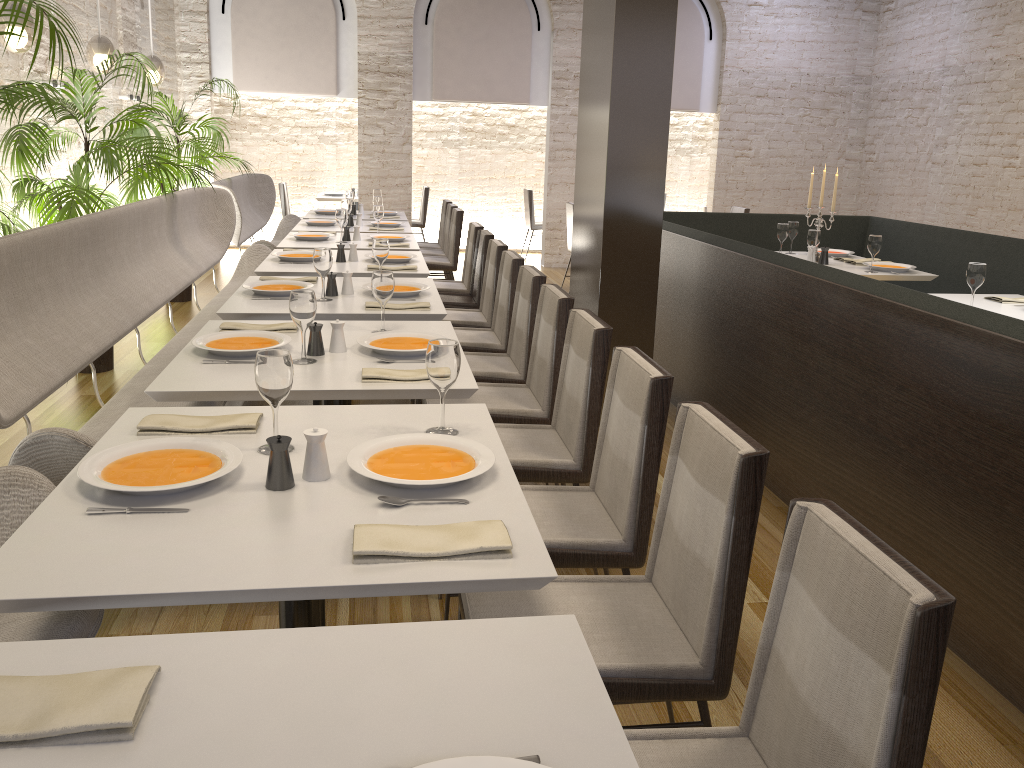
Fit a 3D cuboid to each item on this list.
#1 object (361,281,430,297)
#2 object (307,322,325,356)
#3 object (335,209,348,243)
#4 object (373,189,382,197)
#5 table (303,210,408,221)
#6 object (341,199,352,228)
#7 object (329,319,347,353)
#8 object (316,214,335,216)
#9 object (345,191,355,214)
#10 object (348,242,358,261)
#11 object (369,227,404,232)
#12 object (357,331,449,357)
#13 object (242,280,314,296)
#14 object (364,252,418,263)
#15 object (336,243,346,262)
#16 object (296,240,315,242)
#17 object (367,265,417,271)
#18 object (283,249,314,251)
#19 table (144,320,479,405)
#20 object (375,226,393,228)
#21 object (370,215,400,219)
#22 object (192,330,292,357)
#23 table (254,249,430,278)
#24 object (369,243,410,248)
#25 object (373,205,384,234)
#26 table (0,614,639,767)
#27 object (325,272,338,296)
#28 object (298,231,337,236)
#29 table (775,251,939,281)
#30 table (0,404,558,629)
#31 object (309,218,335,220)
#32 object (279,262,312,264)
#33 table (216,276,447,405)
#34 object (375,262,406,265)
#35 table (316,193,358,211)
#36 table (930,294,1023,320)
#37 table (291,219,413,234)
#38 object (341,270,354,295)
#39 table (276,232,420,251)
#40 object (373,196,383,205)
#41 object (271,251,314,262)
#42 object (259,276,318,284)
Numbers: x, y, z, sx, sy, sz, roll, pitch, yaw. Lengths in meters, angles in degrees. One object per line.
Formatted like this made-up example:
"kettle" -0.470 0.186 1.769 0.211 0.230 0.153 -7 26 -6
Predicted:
"object" -0.546 -0.441 4.169 0.322 0.036 0.324 -7 17 -30
"object" -0.650 -0.152 2.933 0.059 0.108 0.060 -2 14 -17
"object" -1.180 -1.094 6.133 0.086 0.229 0.087 7 14 20
"object" -1.330 -1.805 8.751 0.086 0.229 0.087 7 14 20
"table" -1.502 -1.259 8.583 0.936 0.753 1.020 0 15 -9
"object" -1.345 -1.385 7.189 0.086 0.229 0.087 7 14 20
"object" -0.588 -0.164 2.988 0.059 0.108 0.060 -2 14 -17
"object" -1.734 -1.579 8.278 0.185 0.010 0.017 0 15 -9
"object" -1.514 -1.683 8.275 0.086 0.229 0.087 7 14 20
"object" -0.938 -0.782 5.234 0.059 0.108 0.060 -2 14 -17
"object" -1.002 -1.237 7.091 0.273 0.032 0.144 0 15 -9
"object" -0.372 -0.133 3.050 0.322 0.036 0.324 -5 17 -26
"object" -1.077 -0.437 4.088 0.322 0.036 0.324 -7 17 -30
"object" -0.721 -0.751 5.296 0.322 0.036 0.324 -7 17 -30
"object" -1.000 -0.769 5.179 0.059 0.108 0.060 -2 14 -17
"object" -1.398 -0.985 6.117 0.185 0.010 0.017 0 15 -9
"object" -0.669 -0.649 4.951 0.273 0.032 0.144 0 15 -9
"object" -1.287 -0.831 5.549 0.273 0.032 0.144 0 15 -9
"table" -0.647 0.250 3.100 0.936 0.753 1.020 0 15 -9
"object" -1.032 -1.283 7.260 0.181 0.015 0.038 0 15 -7
"object" -1.173 -1.539 8.188 0.273 0.032 0.144 0 15 -9
"object" -0.903 -0.130 2.970 0.322 0.036 0.324 -5 17 -26
"table" -0.997 -0.368 5.346 0.936 0.753 1.020 0 15 -9
"object" -0.837 -0.945 6.028 0.273 0.032 0.144 0 15 -9
"object" -0.996 -1.216 6.609 0.086 0.229 0.087 7 14 20
"table" -0.303 0.858 0.888 0.936 0.753 1.020 0 15 -9
"object" -0.824 -0.459 4.051 0.059 0.108 0.060 -2 14 -17
"object" -1.454 -1.128 6.626 0.273 0.032 0.144 0 15 -9
"table" 2.000 -0.457 6.056 1.100 0.753 1.199 0 15 -9
"table" -0.473 0.558 1.979 0.936 0.753 1.020 0 15 -9
"object" -1.620 -1.420 7.688 0.273 0.032 0.144 0 15 -9
"object" -1.230 -0.689 5.040 0.185 0.010 0.017 0 15 -9
"table" -0.822 -0.058 4.218 0.936 0.753 1.020 0 15 -9
"object" -0.699 -0.695 5.121 0.181 0.015 0.038 0 15 -7
"table" -1.999 -2.018 11.337 0.936 0.753 1.020 0 15 -9
"table" 2.383 0.220 3.595 1.100 0.753 2.563 0 15 -9
"table" -1.331 -0.957 7.485 0.936 0.753 1.020 0 15 -9
"object" -0.762 -0.472 4.106 0.059 0.108 0.060 -2 14 -17
"table" -1.165 -0.664 6.423 0.936 0.753 1.020 0 15 -9
"object" -1.161 -1.507 7.665 0.086 0.229 0.087 7 14 20
"object" -1.253 -0.748 5.216 0.322 0.036 0.324 -7 17 -30
"object" -1.111 -0.521 4.421 0.273 0.032 0.144 0 15 -9
